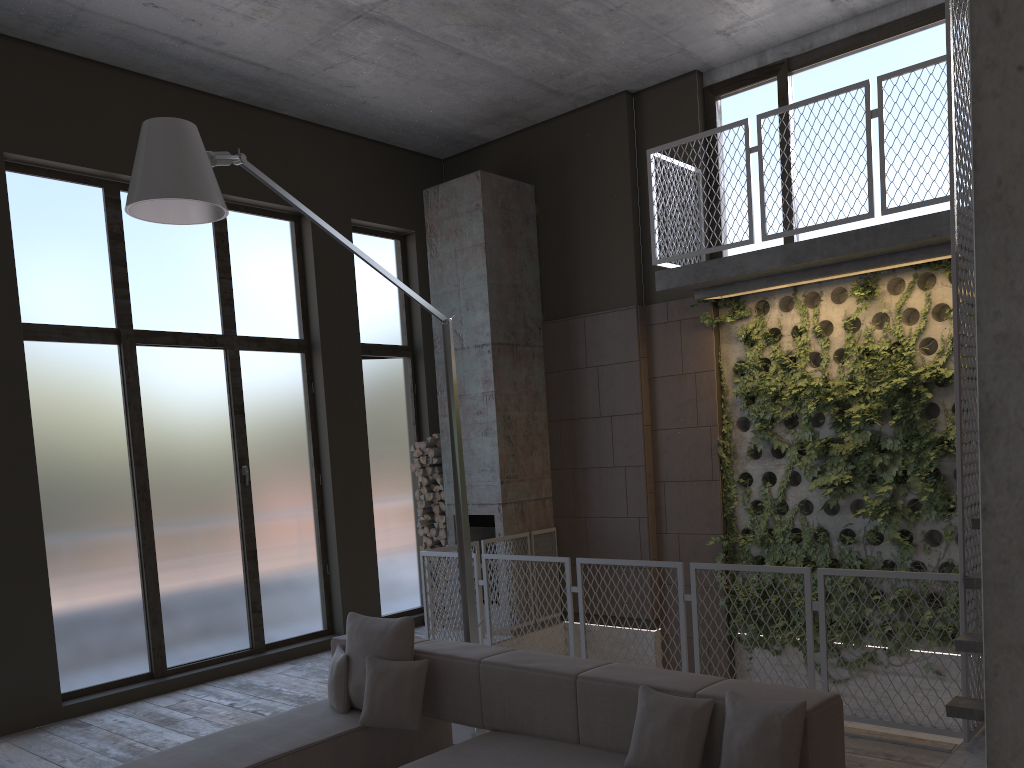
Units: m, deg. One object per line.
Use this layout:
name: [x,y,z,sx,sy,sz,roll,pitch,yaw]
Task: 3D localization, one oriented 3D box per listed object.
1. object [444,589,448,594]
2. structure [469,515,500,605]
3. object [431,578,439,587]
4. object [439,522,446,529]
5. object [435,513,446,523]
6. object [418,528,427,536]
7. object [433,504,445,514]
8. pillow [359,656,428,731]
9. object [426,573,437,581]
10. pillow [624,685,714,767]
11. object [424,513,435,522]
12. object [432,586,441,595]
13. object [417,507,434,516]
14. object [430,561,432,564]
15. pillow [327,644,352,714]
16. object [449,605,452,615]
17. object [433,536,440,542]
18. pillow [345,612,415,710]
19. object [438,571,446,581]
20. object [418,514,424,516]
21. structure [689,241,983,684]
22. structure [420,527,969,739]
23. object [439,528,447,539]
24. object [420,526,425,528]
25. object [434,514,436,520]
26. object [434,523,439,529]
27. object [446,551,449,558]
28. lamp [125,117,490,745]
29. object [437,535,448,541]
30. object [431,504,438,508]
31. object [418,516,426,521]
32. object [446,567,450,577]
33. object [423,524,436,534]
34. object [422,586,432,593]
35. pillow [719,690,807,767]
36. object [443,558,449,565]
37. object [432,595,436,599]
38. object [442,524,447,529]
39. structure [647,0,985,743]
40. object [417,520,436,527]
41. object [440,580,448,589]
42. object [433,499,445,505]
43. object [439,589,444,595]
object: [-0.561,2.219,9.480,0.067,0.067,0.420,-4,-3,42]
structure: [-0.287,1.797,9.033,0.577,0.934,0.056,-2,4,41]
object: [-0.719,2.159,9.637,0.115,0.080,0.432,-5,-4,42]
object: [-0.606,1.500,9.425,0.067,0.067,0.420,-4,-3,42]
object: [-0.640,1.426,9.452,0.092,0.094,0.435,-3,-3,42]
object: [-0.839,1.607,9.656,0.092,0.093,0.435,-4,-3,42]
object: [-0.713,1.328,9.404,0.099,0.107,0.292,-3,-2,40]
pillow: [-0.622,1.633,4.634,0.377,0.375,0.167,-4,3,15]
object: [-0.786,2.091,9.634,0.091,0.090,0.452,-4,-3,43]
pillow: [0.656,1.474,3.671,0.372,0.361,0.185,-4,2,41]
object: [-0.765,1.441,9.582,0.115,0.080,0.432,-5,-4,42]
object: [-0.680,2.226,9.581,0.094,0.084,0.477,-4,-3,42]
object: [-0.832,1.372,9.578,0.091,0.090,0.452,-4,-3,43]
object: [-0.814,1.992,9.711,0.070,0.119,0.362,-2,-1,41]
pillow: [-0.988,1.712,5.055,0.150,0.379,0.368,-5,0,-16]
object: [-0.524,2.397,9.424,0.064,0.126,0.362,-1,-1,43]
object: [-0.712,1.654,9.521,0.064,0.075,0.357,-3,-2,40]
pillow: [-0.754,1.555,4.875,0.565,0.561,0.219,-4,2,43]
object: [-0.667,2.047,9.459,0.099,0.107,0.292,-3,-2,40]
object: [-0.856,1.398,9.641,0.067,0.071,0.420,-3,-3,42]
structure: [2.740,0.691,7.218,2.634,3.846,0.995,-2,4,41]
structure: [1.506,1.750,7.061,4.447,0.939,1.915,-7,-4,41]
object: [-0.640,1.576,9.323,0.101,0.103,0.291,-3,-2,40]
object: [-0.839,1.537,9.624,0.067,0.085,0.422,-3,-2,44]
object: [-0.682,1.419,9.522,0.101,0.087,0.360,-4,-3,42]
object: [-0.667,1.510,9.478,0.067,0.067,0.420,-4,-3,42]
object: [-0.544,1.805,9.440,0.115,0.080,0.432,-5,-4,40]
lamp: [-0.786,0.569,4.991,0.757,3.446,2.608,-1,2,29]
object: [-0.639,1.631,9.450,0.122,0.068,0.361,-6,-4,42]
object: [-0.728,1.299,9.487,0.064,0.075,0.357,-3,-2,43]
object: [-0.862,1.465,9.620,0.122,0.068,0.361,-5,-4,40]
object: [-0.550,1.994,9.393,0.064,0.126,0.362,-1,-1,43]
object: [-0.773,1.569,9.600,0.091,0.090,0.452,-4,-3,42]
object: [-0.805,2.216,9.575,0.071,0.073,0.420,-3,-3,42]
pillow: [0.963,1.400,3.424,0.186,0.369,0.363,-6,2,-44]
object: [-0.549,1.884,9.424,0.094,0.084,0.477,-4,-3,42]
object: [-0.727,2.288,9.655,0.091,0.090,0.452,-4,-3,42]
object: [-0.639,1.500,9.312,0.063,0.048,0.249,-4,-3,40]
structure: [2.413,0.048,5.948,3.695,4.343,3.013,-3,2,41]
object: [-0.851,1.498,9.519,0.071,0.073,0.420,-3,-3,42]
object: [-0.594,2.145,9.508,0.092,0.094,0.435,-3,-3,42]
object: [-0.701,1.253,9.424,0.089,0.057,0.330,-5,-4,42]
object: [-0.621,2.228,9.534,0.067,0.067,0.420,-4,-3,42]
